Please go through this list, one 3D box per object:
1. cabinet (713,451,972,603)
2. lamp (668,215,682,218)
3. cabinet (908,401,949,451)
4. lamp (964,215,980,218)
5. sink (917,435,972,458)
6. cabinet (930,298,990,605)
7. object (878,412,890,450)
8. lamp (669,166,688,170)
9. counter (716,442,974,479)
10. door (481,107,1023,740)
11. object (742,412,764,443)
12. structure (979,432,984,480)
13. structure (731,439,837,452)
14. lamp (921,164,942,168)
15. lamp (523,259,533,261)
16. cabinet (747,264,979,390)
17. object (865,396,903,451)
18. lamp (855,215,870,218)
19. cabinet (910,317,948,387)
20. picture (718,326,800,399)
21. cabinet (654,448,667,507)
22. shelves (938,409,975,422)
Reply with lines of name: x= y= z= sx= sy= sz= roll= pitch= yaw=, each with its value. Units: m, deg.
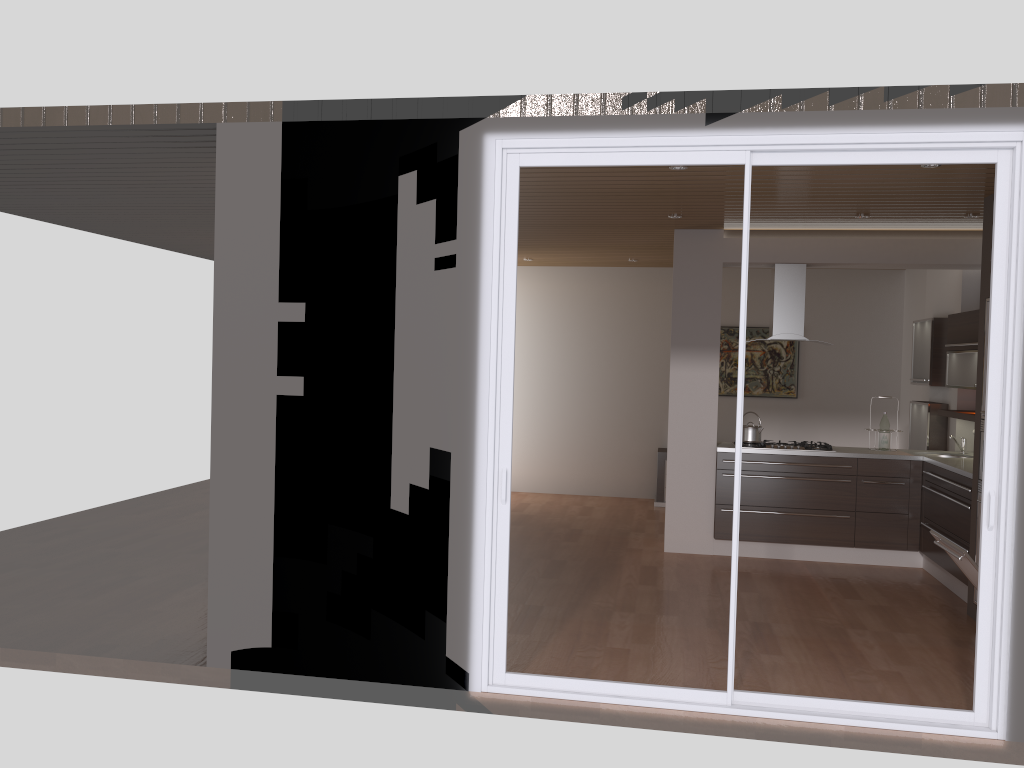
cabinet: x=2.670 y=1.032 z=6.768 sx=2.150 sy=0.870 sz=1.850 roll=2 pitch=2 yaw=10
lamp: x=1.236 y=-1.291 z=6.716 sx=0.102 sy=0.055 sz=0.102 roll=1 pitch=2 yaw=-7
cabinet: x=3.749 y=0.465 z=8.040 sx=0.194 sy=0.600 sz=0.598 roll=2 pitch=2 yaw=10
lamp: x=3.300 y=-1.225 z=6.360 sx=0.102 sy=0.055 sz=0.102 roll=3 pitch=2 yaw=38
sink: x=3.499 y=0.591 z=7.193 sx=0.450 sy=0.347 sz=0.494 roll=2 pitch=2 yaw=16
cabinet: x=2.903 y=0.452 z=4.761 sx=1.047 sy=1.948 sz=1.796 roll=2 pitch=2 yaw=10
object: x=3.118 y=0.394 z=7.423 sx=0.091 sy=0.319 sz=0.091 roll=3 pitch=2 yaw=45
lamp: x=0.946 y=-1.254 z=5.042 sx=0.102 sy=0.055 sz=0.102 roll=1 pitch=2 yaw=-7
counter: x=2.683 y=0.579 z=6.756 sx=2.150 sy=0.036 sz=1.850 roll=2 pitch=2 yaw=10
door: x=1.031 y=0.144 z=4.013 sx=2.300 sy=2.700 sz=0.101 roll=2 pitch=2 yaw=10
object: x=1.989 y=0.355 z=7.395 sx=0.221 sy=0.251 sz=0.221 roll=2 pitch=2 yaw=3
structure: x=2.926 y=0.459 z=5.362 sx=0.049 sy=0.301 sz=0.569 roll=2 pitch=2 yaw=10
structure: x=2.274 y=0.509 z=7.466 sx=0.797 sy=0.047 sz=0.494 roll=2 pitch=2 yaw=10
lamp: x=2.276 y=-1.212 z=4.813 sx=0.102 sy=0.055 sz=0.102 roll=1 pitch=2 yaw=-7
lamp: x=0.178 y=-1.402 z=9.838 sx=0.102 sy=0.055 sz=0.102 roll=1 pitch=2 yaw=-7
cabinet: x=2.817 y=-0.494 z=6.764 sx=2.058 sy=1.032 sz=1.399 roll=2 pitch=2 yaw=14
object: x=3.133 y=0.329 z=7.473 sx=0.291 sy=0.453 sz=0.210 roll=2 pitch=2 yaw=15
lamp: x=2.566 y=-1.248 z=6.487 sx=0.102 sy=0.055 sz=0.102 roll=1 pitch=2 yaw=-18
cabinet: x=3.707 y=-0.286 z=8.012 sx=0.172 sy=0.600 sz=0.619 roll=1 pitch=2 yaw=-5
picture: x=2.619 y=-0.254 z=10.151 sx=1.277 sy=0.801 sz=0.018 roll=2 pitch=2 yaw=10
cabinet: x=2.485 y=1.075 z=9.923 sx=1.740 sy=0.608 sz=0.540 roll=2 pitch=2 yaw=10
shelves: x=3.610 y=0.264 z=6.588 sx=0.313 sy=0.050 sz=1.850 roll=2 pitch=2 yaw=10
